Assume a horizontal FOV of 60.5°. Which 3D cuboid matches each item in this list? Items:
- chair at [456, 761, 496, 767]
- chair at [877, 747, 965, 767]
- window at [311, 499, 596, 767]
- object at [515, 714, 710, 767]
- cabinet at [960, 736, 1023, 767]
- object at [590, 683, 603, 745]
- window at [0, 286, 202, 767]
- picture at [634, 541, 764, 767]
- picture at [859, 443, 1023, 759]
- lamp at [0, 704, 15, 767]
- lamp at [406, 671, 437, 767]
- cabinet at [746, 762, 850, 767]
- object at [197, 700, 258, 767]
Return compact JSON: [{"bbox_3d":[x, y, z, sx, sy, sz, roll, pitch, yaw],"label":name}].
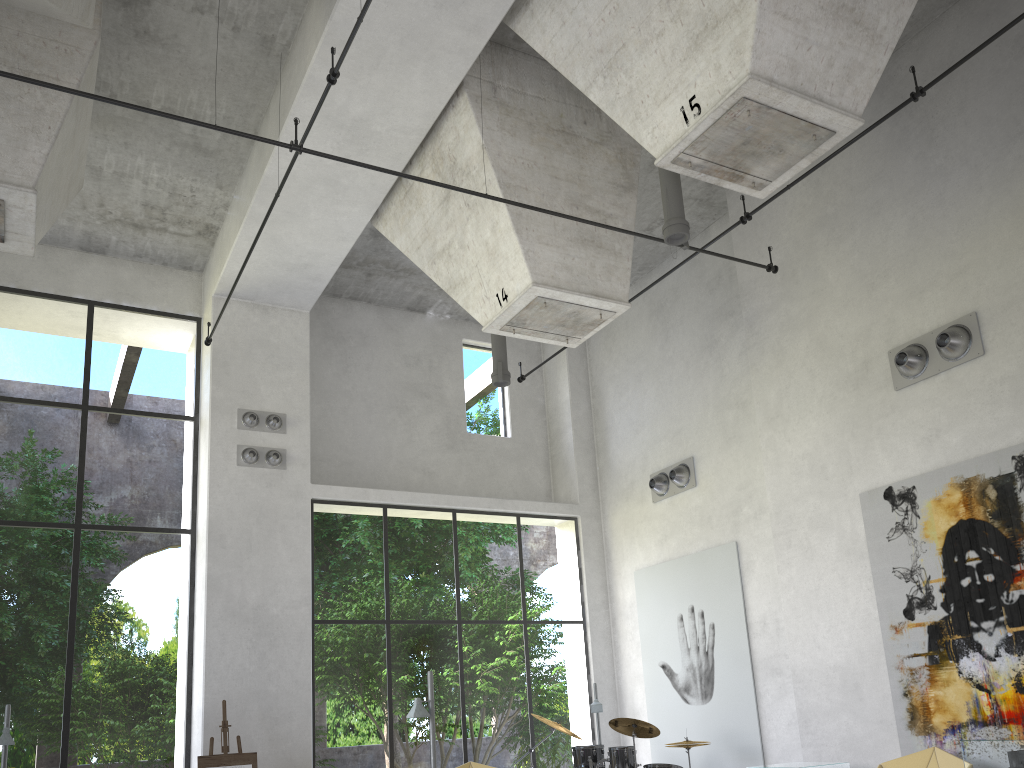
[{"bbox_3d":[-0.459,5.501,11.359,0.979,1.129,0.970,-1,-18,-10],"label":"chair"},{"bbox_3d":[3.687,3.941,8.015,0.940,1.129,1.010,6,-20,-30],"label":"chair"},{"bbox_3d":[-0.755,4.234,13.092,4.587,4.725,0.021,6,-18,-29],"label":"window"},{"bbox_3d":[1.424,5.164,11.577,1.909,1.683,3.042,14,-26,-42],"label":"object"},{"bbox_3d":[4.152,3.427,6.902,0.597,1.212,0.767,5,-19,-28],"label":"cabinet"},{"bbox_3d":[1.326,5.558,13.115,0.580,2.079,0.616,-5,-15,5],"label":"object"},{"bbox_3d":[-7.041,2.294,10.856,5.994,7.581,0.069,6,-17,-29],"label":"window"},{"bbox_3d":[2.595,3.981,12.638,0.020,2.915,2.413,4,-19,-28],"label":"picture"},{"bbox_3d":[4.505,2.205,8.374,0.020,2.915,2.431,4,-19,-28],"label":"picture"},{"bbox_3d":[-5.348,4.449,9.180,0.582,2.079,0.614,5,-17,-29],"label":"lamp"},{"bbox_3d":[-0.715,3.736,8.100,0.599,2.079,0.597,5,-17,-29],"label":"lamp"},{"bbox_3d":[3.038,4.490,9.145,0.747,0.978,0.759,6,-19,-28],"label":"cabinet"},{"bbox_3d":[-3.425,4.875,10.553,0.697,2.071,0.705,4,-17,-28],"label":"object"}]
